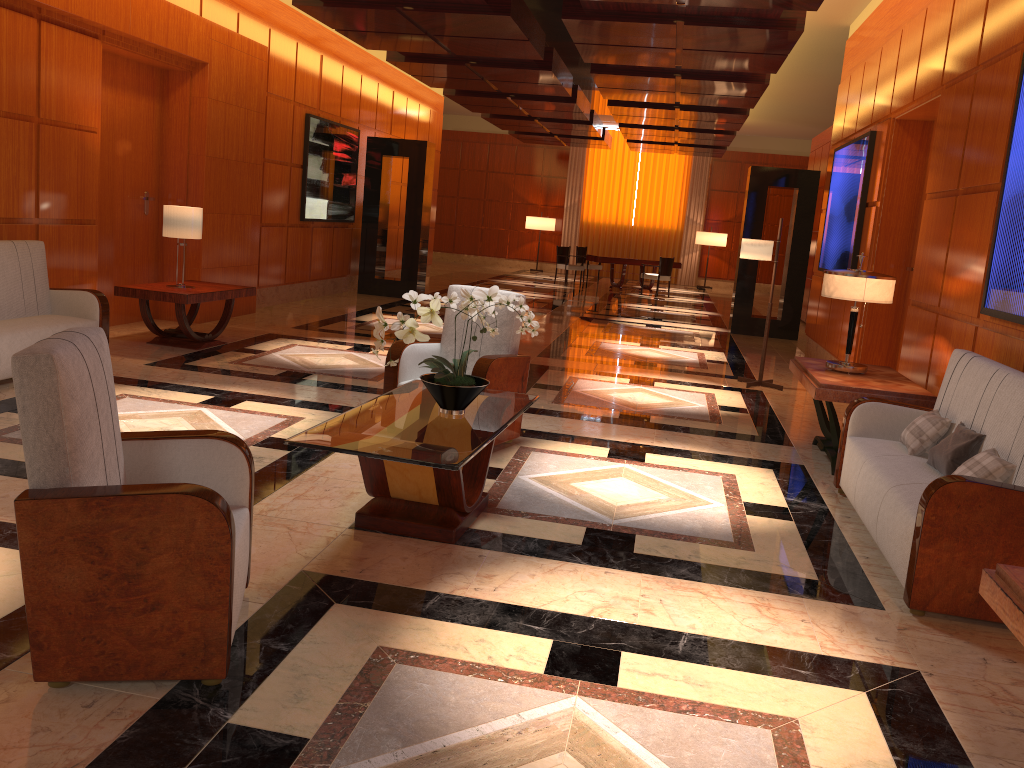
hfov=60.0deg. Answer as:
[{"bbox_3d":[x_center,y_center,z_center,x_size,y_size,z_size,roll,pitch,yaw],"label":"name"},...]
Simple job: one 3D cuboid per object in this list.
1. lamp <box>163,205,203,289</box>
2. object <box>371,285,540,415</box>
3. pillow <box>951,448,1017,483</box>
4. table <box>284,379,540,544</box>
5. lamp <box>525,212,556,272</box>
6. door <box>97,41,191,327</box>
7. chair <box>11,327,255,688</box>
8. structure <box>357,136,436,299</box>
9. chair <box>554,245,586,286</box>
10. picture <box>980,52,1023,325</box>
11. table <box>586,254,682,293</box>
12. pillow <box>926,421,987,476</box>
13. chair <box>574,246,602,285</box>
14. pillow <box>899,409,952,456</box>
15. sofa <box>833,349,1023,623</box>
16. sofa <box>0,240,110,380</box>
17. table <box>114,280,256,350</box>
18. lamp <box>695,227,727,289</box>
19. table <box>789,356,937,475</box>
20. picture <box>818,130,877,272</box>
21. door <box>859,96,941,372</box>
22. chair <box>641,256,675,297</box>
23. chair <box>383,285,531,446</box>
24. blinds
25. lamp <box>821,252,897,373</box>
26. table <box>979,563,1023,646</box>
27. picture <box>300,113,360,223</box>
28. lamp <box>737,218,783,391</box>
[{"bbox_3d":[0.179,0.047,2.717,0.335,0.730,13.079,0,12,-31],"label":"lamp"},{"bbox_3d":[-0.272,-0.173,4.224,0.788,0.614,0.420,3,9,-13],"label":"object"},{"bbox_3d":[2.031,0.408,3.857,0.202,0.228,0.275,7,10,12],"label":"pillow"},{"bbox_3d":[-0.397,0.386,4.199,0.723,0.493,1.568,7,11,12],"label":"table"},{"bbox_3d":[0.743,-3.939,24.584,0.811,1.651,0.815,-2,12,-40],"label":"lamp"},{"bbox_3d":[-3.764,-1.865,8.736,0.341,2.636,1.508,7,9,9],"label":"door"},{"bbox_3d":[-1.154,0.334,2.796,0.628,0.955,0.742,3,9,-12],"label":"chair"},{"bbox_3d":[-1.867,-2.666,14.314,0.986,2.483,0.503,7,9,9],"label":"structure"},{"bbox_3d":[1.296,-2.735,20.514,0.585,0.889,0.579,-3,12,-42],"label":"chair"},{"bbox_3d":[2.601,-0.946,4.005,0.056,1.443,2.008,7,10,9],"label":"picture"},{"bbox_3d":[2.781,-2.525,20.440,2.106,0.737,0.789,1,10,-19],"label":"table"},{"bbox_3d":[2.146,0.324,4.285,0.160,0.251,0.360,6,10,6],"label":"pillow"},{"bbox_3d":[1.827,-2.900,21.649,0.578,0.889,0.586,12,11,37],"label":"chair"},{"bbox_3d":[2.195,0.256,4.715,0.195,0.225,0.346,8,10,14],"label":"pillow"},{"bbox_3d":[2.072,0.356,4.283,0.613,0.927,1.809,7,10,10],"label":"sofa"},{"bbox_3d":[-3.616,-0.503,6.145,0.613,0.927,1.809,7,10,10],"label":"sofa"},{"bbox_3d":[-3.030,-0.645,8.295,0.725,0.531,1.174,7,10,12],"label":"table"},{"bbox_3d":[5.295,-3.388,23.824,0.811,1.651,0.815,-2,12,-40],"label":"lamp"},{"bbox_3d":[2.295,0.232,5.987,0.726,0.603,1.277,7,10,9],"label":"table"},{"bbox_3d":[3.641,-1.928,9.723,0.056,1.443,2.008,7,10,9],"label":"picture"},{"bbox_3d":[3.437,-0.998,7.552,0.341,2.636,1.546,7,9,9],"label":"door"},{"bbox_3d":[3.229,-2.376,19.530,0.585,0.889,0.579,-2,11,-37],"label":"chair"},{"bbox_3d":[-0.332,-0.130,5.657,0.740,0.955,0.630,10,10,28],"label":"chair"},{"bbox_3d":[3.380,-4.935,24.620,3.855,4.041,0.149,7,9,9],"label":"blinds"},{"bbox_3d":[2.302,-0.489,5.960,0.458,0.789,0.461,0,10,-28],"label":"lamp"},{"bbox_3d":[1.545,0.939,1.867,0.726,0.603,1.277,7,10,9],"label":"table"},{"bbox_3d":[-2.657,-3.124,13.090,0.056,1.443,2.008,7,10,9],"label":"picture"},{"bbox_3d":[2.453,-0.798,8.692,0.526,1.651,0.362,5,9,-1],"label":"lamp"}]
